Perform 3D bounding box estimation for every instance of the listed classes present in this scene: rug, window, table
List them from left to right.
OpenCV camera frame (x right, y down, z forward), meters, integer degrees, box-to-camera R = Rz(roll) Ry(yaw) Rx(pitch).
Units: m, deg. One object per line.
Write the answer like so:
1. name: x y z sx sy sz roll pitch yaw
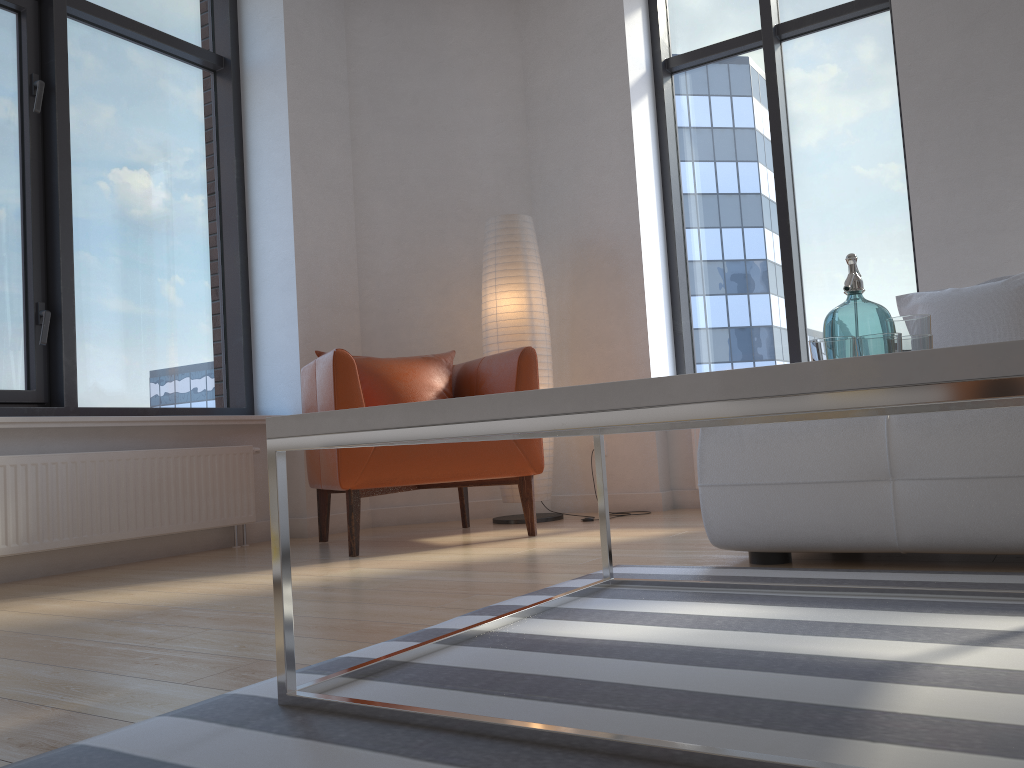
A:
1. window: -1.990 -1.032 3.842 0.170 2.402 1.960 -6 -5 33
2. table: 0.387 0.232 1.511 1.091 0.435 1.091 -6 -5 33
3. rug: 0.376 0.435 1.233 1.662 0.016 2.326 -6 -5 32
4. window: 1.426 -1.189 4.673 1.310 2.402 0.170 -6 -5 33

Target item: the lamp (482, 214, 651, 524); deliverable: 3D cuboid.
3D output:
1. lamp: 0.261 -0.096 4.507 0.804 1.550 0.502 -3 -4 -7

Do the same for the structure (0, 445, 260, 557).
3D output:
1. structure: -1.598 0.502 3.580 0.110 0.460 1.474 -6 -5 33

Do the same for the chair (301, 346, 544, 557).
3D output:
1. chair: -0.436 0.249 3.885 0.896 0.858 0.843 -2 -4 -25

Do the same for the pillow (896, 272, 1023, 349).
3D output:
1. pillow: 1.800 -0.225 2.133 0.580 0.456 2.156 -1 -5 -31

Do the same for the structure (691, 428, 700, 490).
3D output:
1. structure: 1.371 0.363 4.269 1.015 0.460 0.110 -6 -5 33

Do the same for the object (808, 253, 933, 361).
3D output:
1. object: 0.621 -0.125 1.648 0.330 0.265 0.330 -1 -5 -33

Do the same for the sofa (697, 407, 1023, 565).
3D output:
1. sofa: 1.353 0.028 1.443 2.614 0.732 3.424 -6 -5 33
